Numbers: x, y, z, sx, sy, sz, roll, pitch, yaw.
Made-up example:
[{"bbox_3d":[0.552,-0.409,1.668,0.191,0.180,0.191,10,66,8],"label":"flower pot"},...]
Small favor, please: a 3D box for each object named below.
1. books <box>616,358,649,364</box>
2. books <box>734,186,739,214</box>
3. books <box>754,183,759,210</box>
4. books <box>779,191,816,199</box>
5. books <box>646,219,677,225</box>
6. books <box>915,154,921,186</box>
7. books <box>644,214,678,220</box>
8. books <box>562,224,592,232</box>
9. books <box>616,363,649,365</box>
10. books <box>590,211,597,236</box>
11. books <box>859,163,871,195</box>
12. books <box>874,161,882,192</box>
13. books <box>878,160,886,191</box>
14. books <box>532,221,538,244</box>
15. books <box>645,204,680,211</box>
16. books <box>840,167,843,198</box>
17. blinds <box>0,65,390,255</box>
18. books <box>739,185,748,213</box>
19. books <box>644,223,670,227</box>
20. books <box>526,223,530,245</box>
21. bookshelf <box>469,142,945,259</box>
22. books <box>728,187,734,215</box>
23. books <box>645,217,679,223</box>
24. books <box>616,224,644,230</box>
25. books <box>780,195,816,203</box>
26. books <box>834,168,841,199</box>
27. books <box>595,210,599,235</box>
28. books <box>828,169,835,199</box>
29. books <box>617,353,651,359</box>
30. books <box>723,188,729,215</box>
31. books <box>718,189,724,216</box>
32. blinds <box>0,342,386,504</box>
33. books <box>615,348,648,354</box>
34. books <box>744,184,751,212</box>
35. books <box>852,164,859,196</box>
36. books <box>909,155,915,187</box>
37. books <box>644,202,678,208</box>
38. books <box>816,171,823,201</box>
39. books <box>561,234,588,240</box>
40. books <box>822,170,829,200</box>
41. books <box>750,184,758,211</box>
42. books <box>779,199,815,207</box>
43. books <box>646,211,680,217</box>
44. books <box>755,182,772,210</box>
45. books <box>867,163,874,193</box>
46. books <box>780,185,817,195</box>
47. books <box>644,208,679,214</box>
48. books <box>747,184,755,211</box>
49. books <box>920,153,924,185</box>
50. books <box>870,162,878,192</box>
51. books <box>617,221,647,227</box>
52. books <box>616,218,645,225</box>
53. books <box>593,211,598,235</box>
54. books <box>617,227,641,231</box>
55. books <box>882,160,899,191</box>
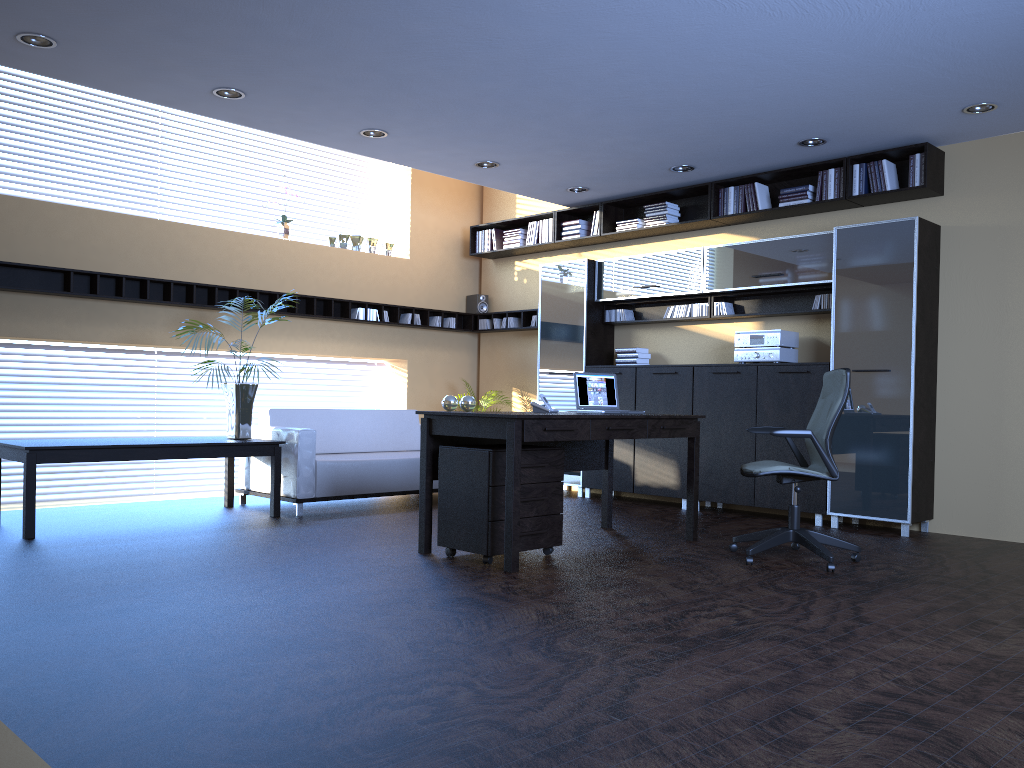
[{"bbox_3d":[1.197,-0.227,8.817,0.207,0.050,0.258,2,-1,-44],"label":"books"},{"bbox_3d":[2.065,-1.629,7.964,0.207,0.258,0.050,1,0,-45],"label":"books"},{"bbox_3d":[2.212,-1.628,7.825,0.207,0.258,0.072,1,0,-44],"label":"books"},{"bbox_3d":[2.446,-1.597,7.572,0.258,0.031,0.207,0,-1,45],"label":"books"},{"bbox_3d":[1.465,-1.546,8.565,0.207,0.028,0.258,2,-1,-44],"label":"books"},{"bbox_3d":[3.164,-1.625,6.839,0.207,0.258,0.036,1,0,-45],"label":"books"},{"bbox_3d":[1.445,-1.603,8.602,0.258,0.028,0.207,0,-1,44],"label":"books"},{"bbox_3d":[0.693,-1.631,9.340,0.207,0.050,0.258,2,-1,-45],"label":"books"},{"bbox_3d":[1.200,-0.176,8.807,0.207,0.050,0.258,2,-1,-44],"label":"books"},{"bbox_3d":[0.900,-1.633,9.130,0.207,0.260,0.075,1,0,-45],"label":"books"},{"bbox_3d":[2.859,-1.626,7.140,0.207,0.258,0.050,1,0,-45],"label":"books"},{"bbox_3d":[2.953,-1.626,7.052,0.207,0.260,0.075,1,0,-44],"label":"books"},{"bbox_3d":[2.972,-1.626,7.027,0.207,0.260,0.075,1,0,-45],"label":"books"},{"bbox_3d":[0.307,-1.636,9.715,0.075,0.260,0.207,2,0,45],"label":"books"},{"bbox_3d":[1.453,-1.689,8.563,0.258,0.028,0.207,0,-1,45],"label":"books"},{"bbox_3d":[2.751,-1.627,7.252,0.207,0.258,0.050,1,0,-44],"label":"books"},{"bbox_3d":[-3.341,-2.210,8.356,5.393,1.461,0.039,2,0,-45],"label":"blinds"},{"bbox_3d":[2.100,-1.629,7.925,0.207,0.258,0.050,1,0,-44],"label":"books"},{"bbox_3d":[1.442,-1.518,8.573,0.258,0.028,0.207,0,-1,45],"label":"books"},{"bbox_3d":[0.245,-1.636,9.787,0.207,0.260,0.075,1,0,-45],"label":"books"},{"bbox_3d":[1.441,-1.650,8.605,0.361,0.340,5.123,1,-1,-45],"label":"bookshelf"},{"bbox_3d":[2.023,-1.629,7.996,0.207,0.258,0.050,1,0,-44],"label":"books"},{"bbox_3d":[1.450,-1.574,8.577,0.258,0.028,0.207,0,-1,45],"label":"books"},{"bbox_3d":[1.199,-1.547,8.811,0.207,0.028,0.258,2,-1,-44],"label":"books"},{"bbox_3d":[2.454,-1.565,7.563,0.207,0.031,0.258,2,-1,-45],"label":"books"},{"bbox_3d":[2.715,-1.627,7.290,0.207,0.258,0.050,1,0,-45],"label":"books"},{"bbox_3d":[0.938,-1.633,9.079,0.075,0.260,0.207,2,0,44],"label":"books"},{"bbox_3d":[2.678,-1.627,7.326,0.207,0.258,0.050,1,0,-45],"label":"books"},{"bbox_3d":[1.213,-0.278,8.815,0.207,0.050,0.258,2,-1,-44],"label":"books"},{"bbox_3d":[1.991,-1.629,8.036,0.207,0.258,0.050,1,0,-45],"label":"books"},{"bbox_3d":[1.954,-1.629,8.073,0.207,0.258,0.050,1,0,-44],"label":"books"},{"bbox_3d":[-3.394,0.367,8.380,5.393,1.367,0.047,2,0,-45],"label":"blinds"},{"bbox_3d":[1.192,-0.329,8.822,0.258,0.050,0.207,0,-1,45],"label":"books"},{"bbox_3d":[2.144,-1.629,7.878,0.207,0.260,0.075,1,0,-44],"label":"books"},{"bbox_3d":[2.822,-1.626,7.177,0.050,0.258,0.207,2,0,45],"label":"books"},{"bbox_3d":[3.140,-1.625,6.879,0.050,0.258,0.207,2,0,45],"label":"books"},{"bbox_3d":[1.441,-1.718,8.580,0.207,0.028,0.258,2,-1,-45],"label":"books"},{"bbox_3d":[2.608,-1.627,7.405,0.207,0.260,0.055,1,0,-45],"label":"books"},{"bbox_3d":[0.686,-1.529,9.339,0.258,0.050,0.207,0,-1,45],"label":"books"},{"bbox_3d":[2.648,-1.627,7.369,0.207,0.258,0.050,1,0,-44],"label":"books"},{"bbox_3d":[2.185,-1.627,7.829,0.207,0.258,0.072,1,0,-44],"label":"books"},{"bbox_3d":[2.451,-1.522,7.577,0.258,0.050,0.207,0,-1,45],"label":"books"},{"bbox_3d":[1.461,-1.632,8.574,0.207,0.028,0.258,2,-1,-45],"label":"books"},{"bbox_3d":[2.210,-1.629,7.791,0.072,0.258,0.207,2,0,45],"label":"books"},{"bbox_3d":[2.920,-1.626,7.109,0.207,0.260,0.075,1,0,-44],"label":"books"},{"bbox_3d":[2.456,-1.638,7.551,0.207,0.050,0.258,2,-1,-45],"label":"books"},{"bbox_3d":[1.447,-1.661,8.574,0.258,0.028,0.207,0,-1,45],"label":"books"},{"bbox_3d":[2.166,-1.629,7.855,0.207,0.260,0.075,1,0,-45],"label":"books"},{"bbox_3d":[3.196,-1.625,6.807,0.050,0.258,0.207,2,0,45],"label":"books"},{"bbox_3d":[2.927,-1.626,7.072,0.075,0.260,0.207,2,0,45],"label":"books"},{"bbox_3d":[1.213,-1.575,8.807,0.258,0.028,0.207,0,-1,45],"label":"books"},{"bbox_3d":[1.203,-1.603,8.826,0.258,0.028,0.207,0,-1,44],"label":"books"},{"bbox_3d":[0.925,-1.633,9.111,0.075,0.260,0.207,2,0,45],"label":"books"},{"bbox_3d":[1.205,-1.519,8.802,0.207,0.028,0.258,2,-1,-44],"label":"books"},{"bbox_3d":[2.994,-1.626,7.003,0.075,0.260,0.207,2,0,45],"label":"books"}]
